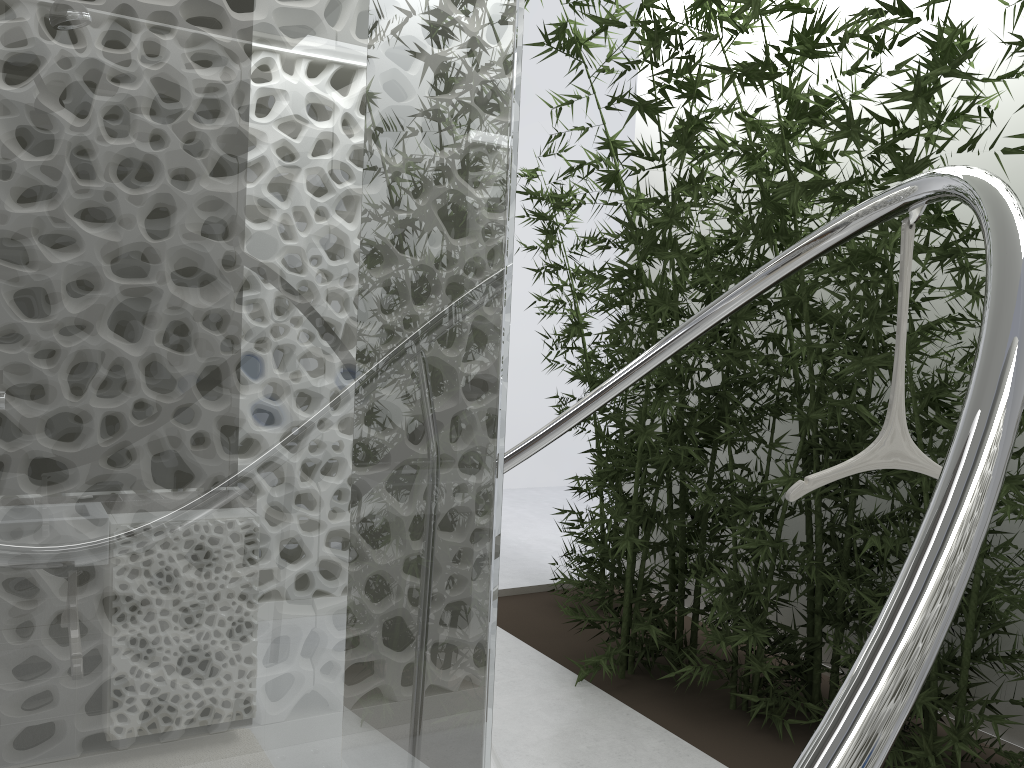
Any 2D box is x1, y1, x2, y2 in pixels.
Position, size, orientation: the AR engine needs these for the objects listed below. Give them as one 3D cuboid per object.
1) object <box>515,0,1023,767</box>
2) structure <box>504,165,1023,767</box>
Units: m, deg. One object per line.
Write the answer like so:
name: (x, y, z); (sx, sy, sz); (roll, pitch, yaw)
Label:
object: (1.196, -0.466, 3.517); (4.097, 4.038, 4.664); (3, 3, 19)
structure: (-2.108, 0.374, 2.100); (5.250, 2.080, 5.433); (1, 3, -35)
